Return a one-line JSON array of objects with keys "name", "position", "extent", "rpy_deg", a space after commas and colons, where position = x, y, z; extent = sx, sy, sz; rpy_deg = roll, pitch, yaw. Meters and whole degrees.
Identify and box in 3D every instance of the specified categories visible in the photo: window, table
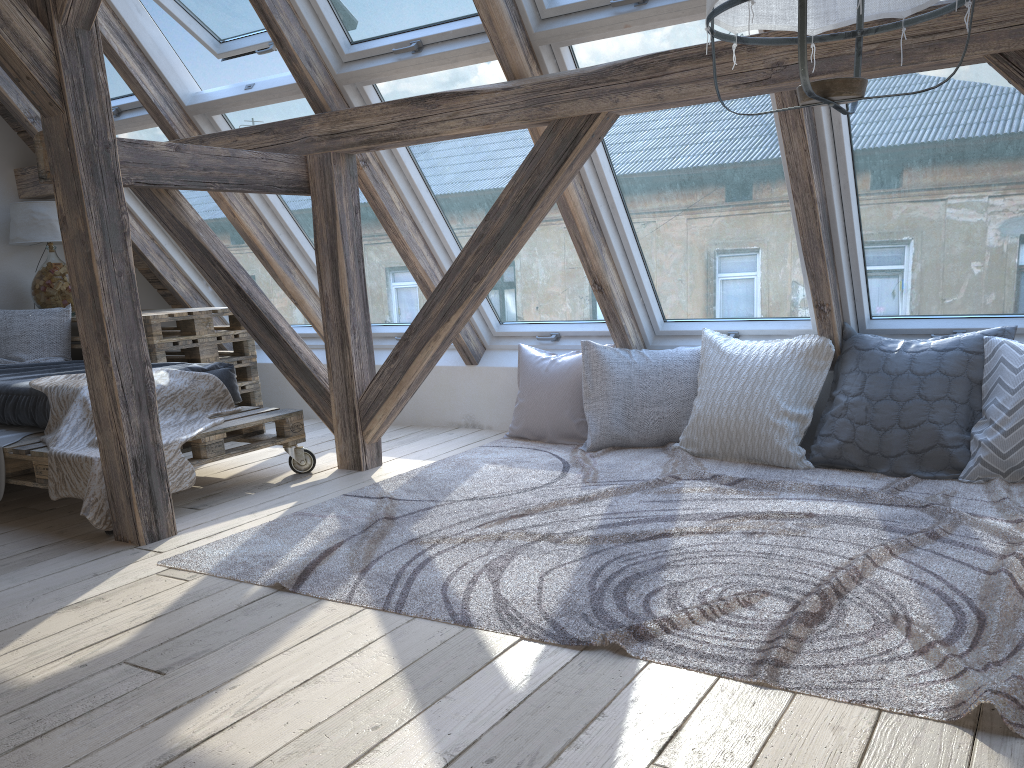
[{"name": "window", "position": [-1.614, -0.794, 4.900], "extent": [0.851, 1.312, 1.072], "rpy_deg": [5, 14, 31]}, {"name": "window", "position": [0.738, -0.728, 3.475], "extent": [0.851, 1.312, 1.072], "rpy_deg": [5, 14, 31]}, {"name": "window", "position": [1.521, -0.706, 3.000], "extent": [0.851, 1.312, 1.072], "rpy_deg": [5, 14, 31]}, {"name": "table", "position": [-2.007, -0.041, 4.894], "extent": [1.012, 0.721, 0.660], "rpy_deg": [3, 13, 31]}, {"name": "window", "position": [-1.389, -1.823, 3.345], "extent": [0.851, 1.311, 1.321], "rpy_deg": [5, 13, 31]}, {"name": "window", "position": [-0.830, -0.772, 4.425], "extent": [0.851, 1.312, 1.072], "rpy_deg": [5, 14, 31]}, {"name": "window", "position": [-0.046, -0.750, 3.950], "extent": [0.851, 1.312, 1.072], "rpy_deg": [5, 14, 31]}, {"name": "window", "position": [-2.196, -1.838, 3.782], "extent": [0.851, 1.312, 1.072], "rpy_deg": [5, 14, 31]}, {"name": "window", "position": [0.155, -1.772, 2.358], "extent": [0.851, 1.312, 1.072], "rpy_deg": [5, 14, 31]}, {"name": "window", "position": [-0.629, -1.794, 2.833], "extent": [0.851, 1.312, 1.072], "rpy_deg": [5, 14, 31]}]

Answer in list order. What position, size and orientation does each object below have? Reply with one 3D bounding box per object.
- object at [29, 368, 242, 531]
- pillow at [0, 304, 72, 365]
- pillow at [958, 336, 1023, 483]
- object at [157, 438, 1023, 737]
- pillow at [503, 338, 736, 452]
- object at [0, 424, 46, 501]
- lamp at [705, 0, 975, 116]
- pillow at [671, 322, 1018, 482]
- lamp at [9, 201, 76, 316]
[{"name": "object", "position": [-1.394, 0.207, 3.450], "extent": [0.804, 0.486, 0.993], "rpy_deg": [-8, 10, -28]}, {"name": "pillow", "position": [-2.695, -0.253, 4.345], "extent": [0.954, 0.410, 0.382], "rpy_deg": [-11, 14, -40]}, {"name": "pillow", "position": [2.193, 0.109, 2.960], "extent": [1.148, 0.548, 0.491], "rpy_deg": [4, 13, 36]}, {"name": "object", "position": [0.799, 0.422, 2.817], "extent": [3.174, 0.058, 2.143], "rpy_deg": [2, 9, 32]}, {"name": "pillow", "position": [0.447, 0.055, 4.099], "extent": [1.131, 0.539, 0.424], "rpy_deg": [1, 12, 24]}, {"name": "object", "position": [-2.183, 0.310, 3.647], "extent": [0.708, 0.285, 0.492], "rpy_deg": [-1, 10, 16]}, {"name": "lamp", "position": [0.473, -1.396, 1.198], "extent": [0.398, 1.948, 0.397], "rpy_deg": [-7, 15, -16]}, {"name": "pillow", "position": [1.278, 0.047, 3.556], "extent": [1.267, 0.579, 0.457], "rpy_deg": [3, 13, 32]}, {"name": "lamp", "position": [-2.621, -0.301, 4.823], "extent": [0.822, 1.320, 0.378], "rpy_deg": [1, 14, 17]}]
